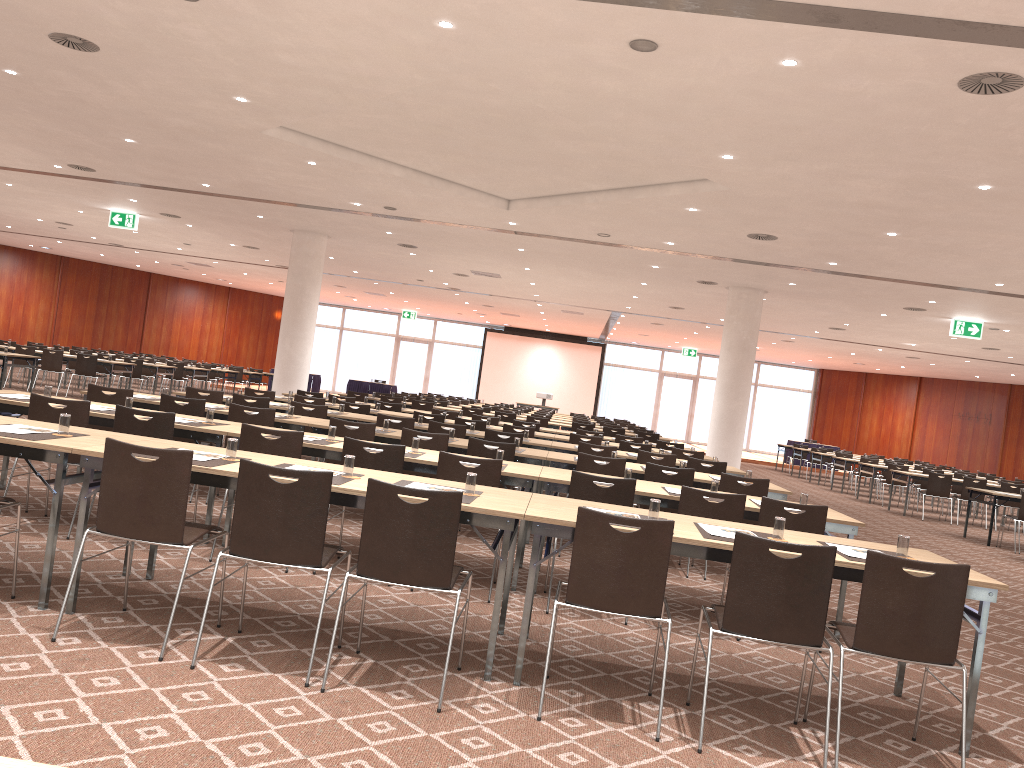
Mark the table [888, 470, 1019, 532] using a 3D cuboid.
[{"bbox_3d":[8.799,2.316,17.683,2.267,0.833,0.953,8,0,4],"label":"table"}]

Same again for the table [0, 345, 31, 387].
[{"bbox_3d":[-11.608,-0.487,19.032,2.267,0.833,0.953,8,0,4],"label":"table"}]

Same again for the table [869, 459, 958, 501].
[{"bbox_3d":[11.567,2.736,25.518,2.267,0.833,0.953,8,0,4],"label":"table"}]

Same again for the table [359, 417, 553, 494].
[{"bbox_3d":[-0.695,0.975,10.794,2.267,0.833,0.953,8,0,4],"label":"table"}]

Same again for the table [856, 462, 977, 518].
[{"bbox_3d":[8.930,2.344,19.679,2.267,0.833,0.953,8,0,4],"label":"table"}]

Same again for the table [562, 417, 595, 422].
[{"bbox_3d":[2.433,1.471,24.117,2.267,0.833,0.953,8,0,4],"label":"table"}]

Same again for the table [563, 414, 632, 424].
[{"bbox_3d":[2.695,1.527,28.108,2.267,0.833,0.953,8,0,4],"label":"table"}]

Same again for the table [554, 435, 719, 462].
[{"bbox_3d":[1.680,1.311,12.642,2.267,0.833,0.953,8,0,4],"label":"table"}]

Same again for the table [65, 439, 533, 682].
[{"bbox_3d":[-1.087,0.891,4.807,2.267,0.833,0.953,8,0,4],"label":"table"}]

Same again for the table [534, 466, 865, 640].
[{"bbox_3d":[1.287,1.227,6.655,2.267,0.833,0.953,8,0,4],"label":"table"}]

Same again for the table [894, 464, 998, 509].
[{"bbox_3d":[11.436,2.708,23.522,2.267,0.833,0.953,8,0,4],"label":"table"}]

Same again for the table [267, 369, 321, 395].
[{"bbox_3d":[-7.860,-0.030,32.036,1.712,0.832,1.042,8,0,4],"label":"table"}]

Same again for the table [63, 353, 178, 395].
[{"bbox_3d":[-9.233,-0.151,20.879,2.267,0.833,0.953,8,0,4],"label":"table"}]

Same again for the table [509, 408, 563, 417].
[{"bbox_3d":[0.320,1.191,26.261,2.267,0.833,0.953,8,0,4],"label":"table"}]

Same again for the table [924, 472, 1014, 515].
[{"bbox_3d":[11.305,2.680,21.526,2.267,0.833,0.953,8,0,4],"label":"table"}]

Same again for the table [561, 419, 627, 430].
[{"bbox_3d":[2.302,1.443,22.121,2.267,0.833,0.953,8,0,4],"label":"table"}]

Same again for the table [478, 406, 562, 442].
[{"bbox_3d":[0.189,1.163,24.265,2.267,0.833,0.953,8,0,4],"label":"table"}]

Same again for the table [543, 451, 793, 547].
[{"bbox_3d":[1.418,1.255,8.650,2.267,0.833,0.953,8,0,4],"label":"table"}]

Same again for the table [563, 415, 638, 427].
[{"bbox_3d":[2.564,1.499,26.113,2.267,0.833,0.953,8,0,4],"label":"table"}]

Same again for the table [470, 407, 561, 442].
[{"bbox_3d":[0.058,1.135,22.270,2.267,0.833,0.953,8,0,4],"label":"table"}]

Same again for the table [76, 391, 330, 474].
[{"bbox_3d":[-3.069,0.639,8.947,2.267,0.833,0.953,8,0,4],"label":"table"}]

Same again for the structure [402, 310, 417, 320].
[{"bbox_3d":[-4.228,-2.830,36.519,0.587,0.346,0.105,8,0,4],"label":"structure"}]

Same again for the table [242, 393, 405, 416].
[{"bbox_3d":[-2.808,0.695,12.938,2.267,0.833,0.953,8,0,4],"label":"table"}]

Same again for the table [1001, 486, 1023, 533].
[{"bbox_3d":[11.043,2.624,17.535,2.267,0.833,0.953,8,0,4],"label":"table"}]

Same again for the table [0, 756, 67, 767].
[{"bbox_3d":[-1.352,0.835,0.772,2.267,0.833,0.953,8,0,4],"label":"table"}]

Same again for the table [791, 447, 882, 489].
[{"bbox_3d":[9.323,2.427,25.666,2.267,0.833,0.953,8,0,4],"label":"table"}]

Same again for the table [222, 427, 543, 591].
[{"bbox_3d":[-0.956,0.919,6.803,2.267,0.833,0.953,8,0,4],"label":"table"}]

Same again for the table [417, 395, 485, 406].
[{"bbox_3d":[-1.924,0.883,26.409,2.267,0.833,0.953,8,0,4],"label":"table"}]

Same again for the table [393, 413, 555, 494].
[{"bbox_3d":[-0.564,1.003,12.790,2.267,0.833,0.953,8,0,4],"label":"table"}]

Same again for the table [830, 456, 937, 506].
[{"bbox_3d":[9.061,2.372,21.674,2.267,0.833,0.953,8,0,4],"label":"table"}]

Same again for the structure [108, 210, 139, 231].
[{"bbox_3d":[-8.230,-3.468,18.806,0.587,0.346,0.105,8,0,4],"label":"structure"}]

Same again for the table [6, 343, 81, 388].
[{"bbox_3d":[-11.477,-0.459,21.028,2.267,0.833,0.953,8,0,4],"label":"table"}]

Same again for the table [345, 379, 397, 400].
[{"bbox_3d":[-5.049,0.356,31.850,1.712,0.832,1.042,8,0,4],"label":"table"}]

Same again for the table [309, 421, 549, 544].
[{"bbox_3d":[-0.826,0.947,8.799,2.267,0.833,0.953,8,0,4],"label":"table"}]

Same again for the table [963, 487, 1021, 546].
[{"bbox_3d":[8.570,2.267,14.191,2.267,0.833,0.953,8,0,4],"label":"table"}]

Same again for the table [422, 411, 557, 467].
[{"bbox_3d":[-0.433,1.031,14.786,2.267,0.833,0.953,8,0,4],"label":"table"}]

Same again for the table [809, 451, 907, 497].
[{"bbox_3d":[9.192,2.400,23.670,2.267,0.833,0.953,8,0,4],"label":"table"}]

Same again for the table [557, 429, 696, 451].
[{"bbox_3d":[1.811,1.339,14.637,2.267,0.833,0.953,8,0,4],"label":"table"}]

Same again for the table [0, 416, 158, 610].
[{"bbox_3d":[-3.331,0.583,4.955,2.267,0.833,0.953,8,0,4],"label":"table"}]

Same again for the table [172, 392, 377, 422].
[{"bbox_3d":[-2.939,0.667,10.943,2.267,0.833,0.953,8,0,4],"label":"table"}]

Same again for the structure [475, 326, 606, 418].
[{"bbox_3d":[1.200,-0.481,37.602,5.158,3.526,0.395,8,0,4],"label":"structure"}]

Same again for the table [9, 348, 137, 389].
[{"bbox_3d":[-9.364,-0.179,18.884,2.267,0.833,0.953,8,0,4],"label":"table"}]

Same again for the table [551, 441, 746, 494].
[{"bbox_3d":[1.549,1.283,10.646,2.267,0.833,0.953,8,0,4],"label":"table"}]

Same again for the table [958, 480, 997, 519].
[{"bbox_3d":[11.174,2.652,19.530,2.267,0.833,0.953,8,0,4],"label":"table"}]

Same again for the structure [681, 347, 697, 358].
[{"bbox_3d":[7.156,-1.266,35.766,0.587,0.346,0.105,8,0,4],"label":"structure"}]

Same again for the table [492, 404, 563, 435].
[{"bbox_3d":[0.451,1.219,28.257,2.267,0.833,0.953,8,0,4],"label":"table"}]

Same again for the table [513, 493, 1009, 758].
[{"bbox_3d":[1.156,1.199,4.659,2.267,0.833,0.953,8,0,4],"label":"table"}]

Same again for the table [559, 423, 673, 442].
[{"bbox_3d":[2.040,1.388,18.130,2.267,0.833,0.953,8,0,4],"label":"table"}]

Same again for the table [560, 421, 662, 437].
[{"bbox_3d":[2.171,1.415,20.126,2.267,0.833,0.953,8,0,4],"label":"table"}]

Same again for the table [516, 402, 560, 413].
[{"bbox_3d":[0.866,1.169,31.476,1.539,0.832,0.953,8,0,4],"label":"table"}]

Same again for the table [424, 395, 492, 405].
[{"bbox_3d":[-1.793,0.911,28.405,2.267,0.833,0.953,8,0,4],"label":"table"}]

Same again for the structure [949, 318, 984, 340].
[{"bbox_3d":[9.049,-1.095,17.663,0.587,0.346,0.105,8,0,4],"label":"structure"}]

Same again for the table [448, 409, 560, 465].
[{"bbox_3d":[-0.204,1.079,18.278,2.267,0.833,0.953,8,0,4],"label":"table"}]

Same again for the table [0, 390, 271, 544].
[{"bbox_3d":[-3.200,0.611,6.951,2.267,0.833,0.953,8,0,4],"label":"table"}]

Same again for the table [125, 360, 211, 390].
[{"bbox_3d":[-9.102,-0.123,22.875,2.267,0.833,0.953,8,0,4],"label":"table"}]

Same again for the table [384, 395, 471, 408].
[{"bbox_3d":[-2.186,0.827,22.418,2.267,0.833,0.953,8,0,4],"label":"table"}]

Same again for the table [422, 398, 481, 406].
[{"bbox_3d":[-2.055,0.855,24.414,2.267,0.833,0.953,8,0,4],"label":"table"}]

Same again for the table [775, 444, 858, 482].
[{"bbox_3d":[9.454,2.455,27.662,2.267,0.833,0.953,8,0,4],"label":"table"}]

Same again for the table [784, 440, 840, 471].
[{"bbox_3d":[10.441,2.484,30.826,1.712,0.832,1.042,8,0,4],"label":"table"}]
